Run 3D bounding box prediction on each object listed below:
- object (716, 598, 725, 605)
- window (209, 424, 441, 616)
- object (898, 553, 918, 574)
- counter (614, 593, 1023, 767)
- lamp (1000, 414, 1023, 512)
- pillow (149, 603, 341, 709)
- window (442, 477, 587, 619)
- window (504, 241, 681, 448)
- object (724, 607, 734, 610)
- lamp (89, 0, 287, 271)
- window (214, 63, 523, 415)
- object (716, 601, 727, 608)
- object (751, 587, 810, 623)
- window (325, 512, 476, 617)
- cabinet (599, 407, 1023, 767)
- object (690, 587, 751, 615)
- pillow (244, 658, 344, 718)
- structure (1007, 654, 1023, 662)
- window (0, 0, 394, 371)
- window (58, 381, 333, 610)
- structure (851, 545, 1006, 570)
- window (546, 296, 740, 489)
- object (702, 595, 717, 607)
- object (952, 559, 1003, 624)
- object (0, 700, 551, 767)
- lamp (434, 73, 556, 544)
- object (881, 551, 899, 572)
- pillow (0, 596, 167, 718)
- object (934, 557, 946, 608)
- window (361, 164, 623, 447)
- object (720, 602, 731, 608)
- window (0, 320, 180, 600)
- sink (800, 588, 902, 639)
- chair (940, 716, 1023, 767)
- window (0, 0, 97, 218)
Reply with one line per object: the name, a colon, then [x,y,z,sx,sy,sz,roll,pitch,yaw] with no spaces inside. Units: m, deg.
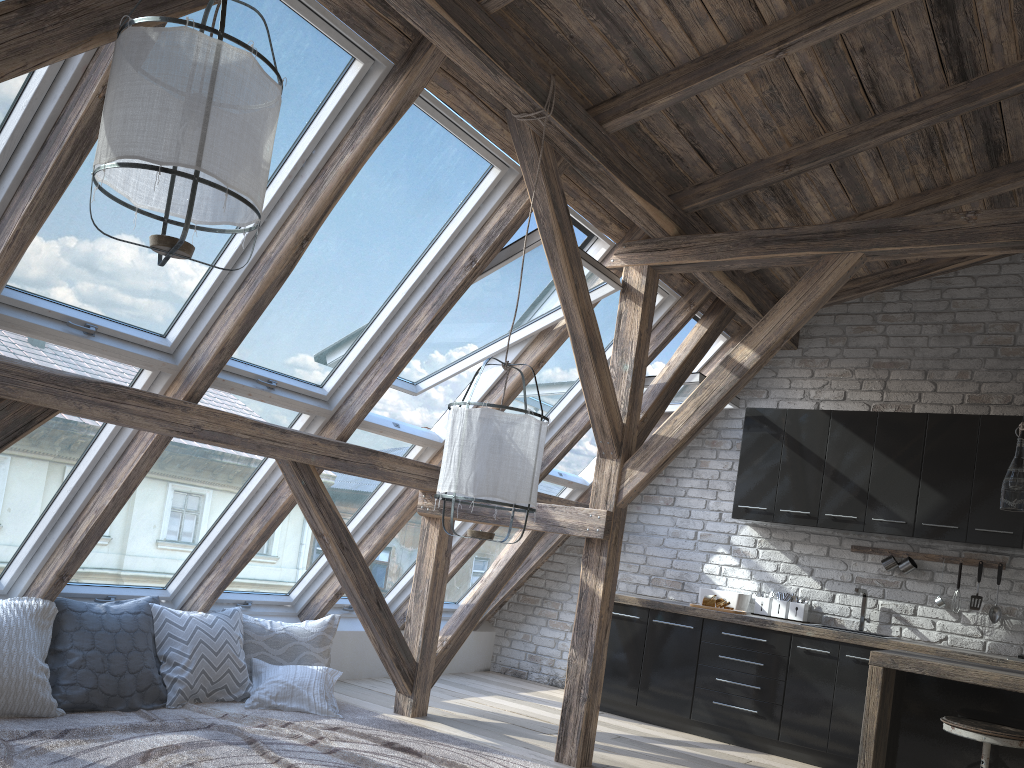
object: [1.445,1.520,6.104,0.074,0.066,0.080,8,-8,7]
window: [-1.185,0.812,5.244,1.091,1.262,0.870,4,-7,35]
object: [2.596,1.180,5.768,0.094,0.137,0.117,13,-8,-38]
counter: [1.854,1.830,4.869,3.797,0.842,2.283,1,-12,34]
lamp: [2.177,-0.110,3.705,0.108,1.275,0.228,6,-5,37]
pillow: [-1.539,1.551,5.050,0.499,0.527,1.175,3,-11,39]
window: [-0.174,1.246,6.762,1.091,1.262,0.870,4,-7,35]
window: [0.313,-0.119,5.516,1.091,1.262,0.870,4,-7,35]
object: [1.492,1.542,6.050,0.068,0.017,0.079,6,-10,12]
lamp: [-0.763,-0.959,2.255,0.406,1.291,0.405,8,-4,11]
window: [-0.698,-0.553,3.998,1.091,1.262,0.870,4,-7,35]
object: [1.438,1.513,6.046,0.072,0.057,0.085,7,-8,11]
object: [1.894,1.545,6.158,0.403,0.198,0.150,2,-9,36]
window: [-0.679,1.029,6.003,1.091,1.262,0.870,4,-7,35]
cabinet: [2.180,1.040,4.863,4.198,2.479,2.129,2,-9,34]
object: [1.483,1.527,6.203,0.379,0.132,0.601,4,-11,23]
pillow: [-1.221,1.724,4.974,0.539,0.239,0.479,11,-9,-14]
structure: [3.185,1.607,5.014,0.603,0.031,0.505,1,-13,34]
window: [-1.203,-0.770,3.239,1.091,1.262,0.870,4,-7,35]
window: [-1.690,0.595,4.485,1.091,1.262,0.870,4,-7,35]
structure: [2.688,1.126,5.741,0.928,0.045,0.083,1,-11,34]
window: [0.768,0.097,6.310,1.514,1.262,0.870,3,-8,34]
object: [1.362,1.493,6.074,0.090,0.086,0.088,7,-7,12]
object: [2.918,1.294,5.506,0.281,0.377,0.071,4,-6,35]
object: [-1.405,1.514,3.623,2.179,0.056,3.246,1,-13,34]
lamp: [0.016,-0.319,3.470,0.409,1.875,0.401,9,-4,-14]
object: [2.511,1.180,5.836,0.117,0.137,0.094,4,-8,37]
pillow: [-2.176,1.263,4.169,0.465,0.556,1.296,4,-10,35]
object: [2.764,1.277,5.653,0.070,0.323,0.067,6,-5,35]
window: [-0.233,-0.337,4.785,1.400,1.262,0.870,3,-8,34]
object: [1.465,1.519,6.051,0.073,0.054,0.084,7,-9,11]
window: [-2.196,0.378,3.726,1.091,1.262,0.870,4,-7,35]
sink: [2.203,1.572,5.686,0.524,0.509,0.523,3,-9,34]
chair: [1.890,1.693,3.550,0.356,0.629,0.355,11,-6,-22]
window: [-1.709,-0.987,2.480,1.091,1.262,0.870,4,-7,35]
